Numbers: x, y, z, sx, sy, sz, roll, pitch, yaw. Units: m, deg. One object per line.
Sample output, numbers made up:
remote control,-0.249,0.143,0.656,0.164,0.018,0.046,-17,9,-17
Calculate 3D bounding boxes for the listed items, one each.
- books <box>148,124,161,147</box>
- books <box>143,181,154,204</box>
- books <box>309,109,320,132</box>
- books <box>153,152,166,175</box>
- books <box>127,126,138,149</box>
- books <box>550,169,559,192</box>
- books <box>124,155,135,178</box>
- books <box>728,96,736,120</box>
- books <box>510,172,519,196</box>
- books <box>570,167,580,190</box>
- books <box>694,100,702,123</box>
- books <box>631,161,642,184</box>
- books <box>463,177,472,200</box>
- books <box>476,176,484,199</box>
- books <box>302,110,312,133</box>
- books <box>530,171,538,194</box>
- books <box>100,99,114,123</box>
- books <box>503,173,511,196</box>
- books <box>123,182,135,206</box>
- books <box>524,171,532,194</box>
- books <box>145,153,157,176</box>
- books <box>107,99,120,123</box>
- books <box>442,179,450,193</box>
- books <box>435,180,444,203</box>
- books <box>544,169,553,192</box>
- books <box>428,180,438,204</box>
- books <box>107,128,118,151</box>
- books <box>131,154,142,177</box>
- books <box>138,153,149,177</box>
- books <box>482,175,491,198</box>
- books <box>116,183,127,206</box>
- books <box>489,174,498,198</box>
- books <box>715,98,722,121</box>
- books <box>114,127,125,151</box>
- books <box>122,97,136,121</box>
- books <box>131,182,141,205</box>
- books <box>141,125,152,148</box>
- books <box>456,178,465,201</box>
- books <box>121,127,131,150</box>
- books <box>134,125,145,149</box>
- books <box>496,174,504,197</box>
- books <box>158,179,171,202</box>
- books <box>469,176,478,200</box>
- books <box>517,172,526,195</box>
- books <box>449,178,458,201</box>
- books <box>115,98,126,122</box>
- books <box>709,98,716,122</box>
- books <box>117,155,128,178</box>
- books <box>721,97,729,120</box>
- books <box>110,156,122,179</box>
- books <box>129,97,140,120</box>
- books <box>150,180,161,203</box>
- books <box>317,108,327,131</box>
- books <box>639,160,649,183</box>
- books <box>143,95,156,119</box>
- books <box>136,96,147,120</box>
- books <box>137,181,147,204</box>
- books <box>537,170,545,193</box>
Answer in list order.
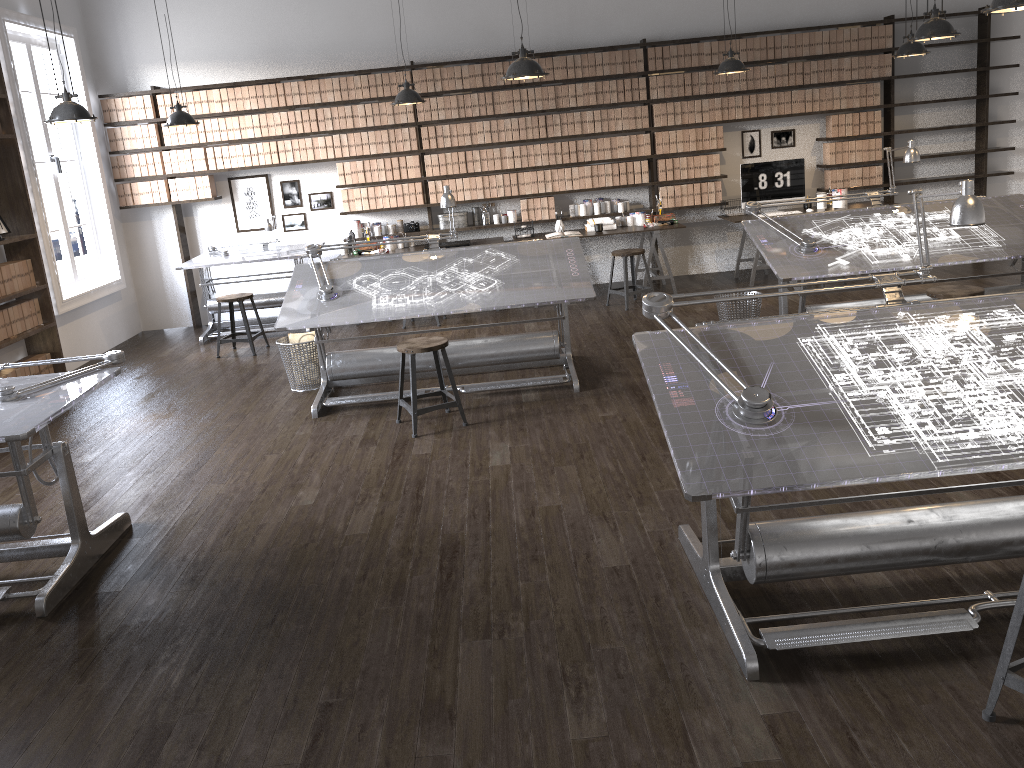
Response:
books,-3.582,-2.500,8.918,0.067,0.223,0.176,-6,14,0
books,-3.676,-1.955,9.033,0.067,0.223,0.176,-6,14,0
books,-1.981,-2.651,8.926,0.067,0.223,0.176,-6,14,0
books,-3.557,-2.237,8.979,0.067,0.223,0.176,-6,14,0
books,-3.786,-2.479,8.915,0.067,0.223,0.176,-6,14,0
books,0.439,-2.102,9.130,0.067,0.223,0.176,-6,14,0
books,-3.847,-2.209,8.976,0.067,0.223,0.176,-6,14,0
books,2.219,-2.807,9.021,0.067,0.223,0.176,-6,14,0
books,0.024,-2.059,9.121,0.067,0.223,0.176,-6,14,0
books,0.651,-2.121,9.128,0.067,0.223,0.176,-6,14,0
books,1.881,-2.772,9.013,0.067,0.223,0.176,-6,14,0
books,1.282,-2.183,9.130,0.067,0.223,0.176,-6,14,0
books,-0.459,-2.012,9.120,0.067,0.223,0.176,-6,14,0
books,-0.330,-2.024,9.118,0.067,0.223,0.176,-6,14,0
books,-2.055,-2.645,8.930,0.067,0.223,0.176,-6,14,0
books,0.226,-2.078,9.121,0.067,0.223,0.176,-6,14,0
books,-4.026,-2.722,8.847,0.067,0.223,0.176,-6,14,0
books,-0.051,-2.053,9.126,0.067,0.223,0.176,-6,14,0
books,-3.878,-1.936,9.033,0.067,0.223,0.176,-6,14,0
books,0.163,-2.074,9.125,0.067,0.223,0.176,-6,14,0
books,-3.631,-2.229,8.973,0.067,0.223,0.176,-6,14,0
books,-3.954,-2.730,8.847,0.067,0.223,0.176,-6,14,0
books,-0.671,-1.992,9.122,0.067,0.223,0.176,-6,14,0
books,-0.740,-1.984,9.118,0.067,0.223,0.176,-6,14,0
books,0.370,-2.094,9.126,0.067,0.223,0.176,-6,14,0
books,-0.812,-1.976,9.114,0.067,0.223,0.176,-6,14,0
books,-3.991,-2.459,8.914,0.067,0.223,0.176,-6,14,0
books,-3.776,-2.215,8.973,0.067,0.223,0.176,-6,14,0
books,-3.705,-2.223,8.978,0.067,0.223,0.176,-6,14,0
books,-0.263,-2.032,9.124,0.067,0.223,0.176,-6,14,0
books,-3.953,-1.930,9.038,0.067,0.223,0.176,-6,14,0
books,-0.192,-2.039,9.124,0.067,0.223,0.176,-6,14,0
books,2.082,-2.791,9.014,0.067,0.223,0.176,-6,14,0
books,-3.921,-2.465,8.910,0.067,0.223,0.176,-6,14,0
books,-3.813,-2.746,8.855,0.067,0.223,0.176,-6,14,0
books,-3.805,-1.945,9.039,0.067,0.223,0.176,-6,14,0
books,-3.653,-2.493,8.917,0.067,0.223,0.176,-6,14,0
books,-0.531,-2.004,9.117,0.067,0.223,0.176,-6,14,0
books,-3.849,-2.473,8.913,0.067,0.223,0.176,-6,14,0
books,-3.720,-2.484,8.911,0.067,0.223,0.176,-6,14,0
books,-0.122,-2.045,9.121,0.067,0.223,0.176,-6,14,0
books,-3.532,-1.971,9.037,0.067,0.223,0.176,-6,14,0
books,-0.396,-2.019,9.122,0.067,0.223,0.176,-6,14,0
books,0.097,-2.068,9.127,0.067,0.223,0.176,-6,14,0
books,-0.601,-1.998,9.121,0.067,0.223,0.176,-6,14,0
books,-3.882,-2.738,8.851,0.067,0.223,0.176,-6,14,0
books,2.015,-2.786,9.018,0.067,0.223,0.176,-6,14,0
books,-3.917,-2.202,8.976,0.067,0.223,0.176,-6,14,0
books,2.149,-2.800,9.020,0.067,0.223,0.176,-6,14,0
books,-3.984,-2.193,8.970,0.067,0.223,0.176,-6,14,0
books,-3.743,-2.752,8.854,0.067,0.223,0.176,-6,14,0
books,-3.604,-1.963,9.033,0.067,0.223,0.176,-6,14,0
books,-1.907,-2.660,8.932,0.067,0.223,0.176,-6,14,0
books,1.360,-2.191,9.133,0.067,0.223,0.176,-6,14,0
books,-3.601,-2.765,8.853,0.067,0.223,0.176,-6,14,0
books,-3.673,-2.758,8.851,0.067,0.223,0.176,-6,14,0
books,-3.739,-1.950,9.037,0.067,0.223,0.176,-6,14,0
books,0.298,-2.086,9.122,0.067,0.223,0.176,-6,14,0
